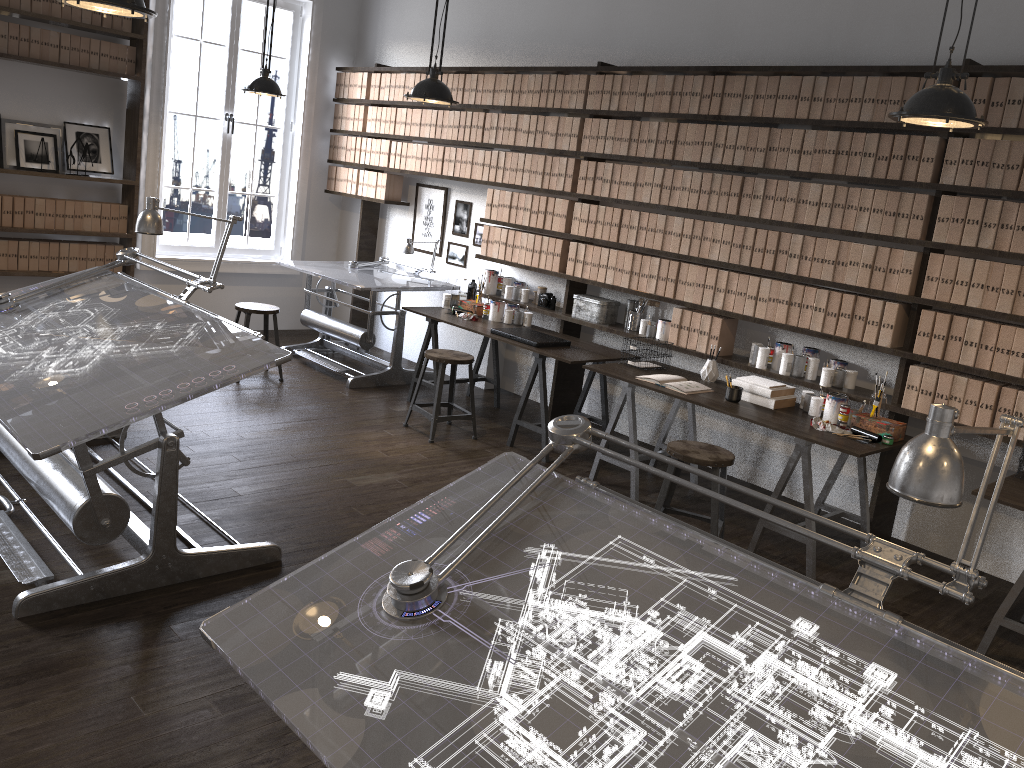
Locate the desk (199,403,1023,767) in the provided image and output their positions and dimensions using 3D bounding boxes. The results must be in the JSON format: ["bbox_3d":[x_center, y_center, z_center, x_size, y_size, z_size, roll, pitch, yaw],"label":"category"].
[{"bbox_3d":[0.420,0.678,1.528,1.078,1.374,2.086,-3,16,-43],"label":"desk"}]

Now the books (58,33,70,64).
[{"bbox_3d":[-3.364,-2.499,6.609,0.067,0.224,0.176,-2,15,-43],"label":"books"}]

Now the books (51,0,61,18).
[{"bbox_3d":[-3.372,-2.797,6.509,0.067,0.224,0.176,-2,15,-43],"label":"books"}]

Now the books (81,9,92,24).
[{"bbox_3d":[-3.221,-2.810,6.654,0.067,0.223,0.176,-2,15,-43],"label":"books"}]

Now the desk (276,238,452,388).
[{"bbox_3d":[-1.128,-0.657,7.111,1.072,1.088,1.279,-3,16,-43],"label":"desk"}]

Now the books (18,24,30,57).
[{"bbox_3d":[-3.563,-2.484,6.427,0.067,0.223,0.176,-2,15,-43],"label":"books"}]

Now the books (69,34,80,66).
[{"bbox_3d":[-3.316,-2.505,6.661,0.067,0.223,0.176,-2,15,-43],"label":"books"}]

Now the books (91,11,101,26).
[{"bbox_3d":[-3.173,-2.815,6.706,0.067,0.223,0.176,-2,15,-43],"label":"books"}]

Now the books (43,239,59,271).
[{"bbox_3d":[-3.579,-0.999,6.868,0.067,0.223,0.176,-2,15,-43],"label":"books"}]

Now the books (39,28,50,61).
[{"bbox_3d":[-3.465,-2.492,6.519,0.067,0.223,0.176,-2,15,-43],"label":"books"}]

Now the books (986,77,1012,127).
[{"bbox_3d":[2.276,-1.287,4.094,0.175,0.223,0.067,-3,15,-44],"label":"books"}]

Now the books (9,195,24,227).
[{"bbox_3d":[-3.720,-1.294,6.634,0.067,0.224,0.176,-2,15,-43],"label":"books"}]

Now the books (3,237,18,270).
[{"bbox_3d":[-3.782,-0.980,6.669,0.067,0.224,0.176,-2,15,-43],"label":"books"}]

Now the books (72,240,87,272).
[{"bbox_3d":[-3.430,-1.012,7.009,0.067,0.223,0.176,-2,15,-43],"label":"books"}]

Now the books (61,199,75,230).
[{"bbox_3d":[-3.462,-1.316,6.878,0.067,0.224,0.176,-2,15,-43],"label":"books"}]

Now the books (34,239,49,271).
[{"bbox_3d":[-3.631,-0.996,6.821,0.067,0.223,0.176,-2,15,-43],"label":"books"}]

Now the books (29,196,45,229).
[{"bbox_3d":[-3.615,-1.304,6.735,0.067,0.223,0.176,-2,15,-43],"label":"books"}]

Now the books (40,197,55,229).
[{"bbox_3d":[-3.566,-1.309,6.787,0.067,0.223,0.176,-2,15,-43],"label":"books"}]

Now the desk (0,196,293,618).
[{"bbox_3d":[-1.846,-0.163,3.891,1.078,1.374,2.299,-3,16,-43],"label":"desk"}]

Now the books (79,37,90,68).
[{"bbox_3d":[-3.266,-2.509,6.710,0.067,0.223,0.176,-2,15,-43],"label":"books"}]

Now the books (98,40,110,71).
[{"bbox_3d":[-3.158,-2.516,6.803,0.067,0.223,0.176,-2,15,-43],"label":"books"}]

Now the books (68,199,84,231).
[{"bbox_3d":[-3.416,-1.321,6.927,0.067,0.223,0.176,-2,15,-43],"label":"books"}]

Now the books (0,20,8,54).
[{"bbox_3d":[-3.663,-2.474,6.327,0.067,0.223,0.176,-2,15,-43],"label":"books"}]

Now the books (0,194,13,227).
[{"bbox_3d":[-3.778,-1.291,6.587,0.067,0.223,0.176,-2,15,-43],"label":"books"}]

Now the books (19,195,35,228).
[{"bbox_3d":[-3.669,-1.300,6.689,0.067,0.223,0.176,-2,15,-43],"label":"books"}]

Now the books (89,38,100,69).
[{"bbox_3d":[-3.213,-2.513,6.755,0.067,0.223,0.176,-2,15,-43],"label":"books"}]

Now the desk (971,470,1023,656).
[{"bbox_3d":[2.611,0.942,3.263,0.656,0.663,1.682,-3,16,-43],"label":"desk"}]

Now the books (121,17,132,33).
[{"bbox_3d":[-3.008,-2.829,6.859,0.067,0.223,0.176,-2,15,-43],"label":"books"}]

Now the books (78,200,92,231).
[{"bbox_3d":[-3.370,-1.325,6.969,0.067,0.223,0.176,-2,15,-43],"label":"books"}]

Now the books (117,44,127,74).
[{"bbox_3d":[-3.067,-2.525,6.895,0.067,0.223,0.176,-2,15,-43],"label":"books"}]

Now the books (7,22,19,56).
[{"bbox_3d":[-3.614,-2.480,6.379,0.067,0.223,0.176,-2,15,-43],"label":"books"}]

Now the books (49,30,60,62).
[{"bbox_3d":[-3.418,-2.495,6.561,0.067,0.223,0.176,-2,15,-43],"label":"books"}]

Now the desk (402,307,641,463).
[{"bbox_3d":[-0.029,-0.038,6.017,0.656,0.663,1.682,-3,16,-43],"label":"desk"}]

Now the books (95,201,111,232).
[{"bbox_3d":[-3.272,-1.334,7.064,0.067,0.223,0.176,-2,15,-43],"label":"books"}]

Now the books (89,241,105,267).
[{"bbox_3d":[-3.333,-1.020,7.102,0.067,0.223,0.176,-2,15,-43],"label":"books"}]

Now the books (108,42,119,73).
[{"bbox_3d":[-3.110,-2.520,6.848,0.067,0.224,0.176,-2,15,-43],"label":"books"}]

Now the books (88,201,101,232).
[{"bbox_3d":[-3.320,-1.328,7.013,0.067,0.224,0.176,-2,15,-43],"label":"books"}]

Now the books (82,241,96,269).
[{"bbox_3d":[-3.378,-1.015,7.052,0.067,0.224,0.176,-2,15,-43],"label":"books"}]

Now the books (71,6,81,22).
[{"bbox_3d":[-3.275,-2.807,6.608,0.067,0.223,0.176,-2,15,-43],"label":"books"}]

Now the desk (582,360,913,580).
[{"bbox_3d":[1.164,0.405,4.773,0.656,0.663,1.682,-3,16,-43],"label":"desk"}]

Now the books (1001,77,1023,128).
[{"bbox_3d":[2.320,-1.269,4.041,0.174,0.223,0.067,-3,15,-44],"label":"books"}]

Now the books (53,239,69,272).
[{"bbox_3d":[-3.526,-1.003,6.914,0.067,0.224,0.176,-2,15,-43],"label":"books"}]

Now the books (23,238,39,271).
[{"bbox_3d":[-3.679,-0.990,6.771,0.067,0.223,0.176,-2,15,-43],"label":"books"}]

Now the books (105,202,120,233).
[{"bbox_3d":[-3.223,-1.338,7.114,0.067,0.223,0.176,-2,15,-43],"label":"books"}]

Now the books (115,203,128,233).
[{"bbox_3d":[-3.171,-1.341,7.154,0.067,0.224,0.176,-2,15,-43],"label":"books"}]

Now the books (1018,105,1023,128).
[{"bbox_3d":[2.371,-1.252,3.994,0.174,0.223,0.067,-3,15,-44],"label":"books"}]

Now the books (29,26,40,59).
[{"bbox_3d":[-3.510,-2.487,6.470,0.067,0.224,0.176,-2,15,-43],"label":"books"}]

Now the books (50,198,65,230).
[{"bbox_3d":[-3.515,-1.313,6.835,0.067,0.223,0.176,-2,15,-43],"label":"books"}]

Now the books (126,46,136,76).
[{"bbox_3d":[-3.017,-2.530,6.944,0.067,0.223,0.176,-2,15,-43],"label":"books"}]

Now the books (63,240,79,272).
[{"bbox_3d":[-3.475,-1.008,6.965,0.067,0.223,0.176,-2,15,-43],"label":"books"}]

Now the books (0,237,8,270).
[{"bbox_3d":[-3.831,-0.978,6.628,0.067,0.223,0.176,-2,15,-43],"label":"books"}]

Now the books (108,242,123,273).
[{"bbox_3d":[-3.228,-1.028,7.197,0.067,0.223,0.176,-2,15,-43],"label":"books"}]

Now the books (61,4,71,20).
[{"bbox_3d":[-3.327,-2.802,6.559,0.067,0.223,0.176,-2,15,-43],"label":"books"}]

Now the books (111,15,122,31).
[{"bbox_3d":[-3.065,-2.825,6.808,0.067,0.223,0.176,-2,15,-43],"label":"books"}]

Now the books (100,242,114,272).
[{"bbox_3d":[-3.282,-1.025,7.151,0.067,0.223,0.176,-2,15,-43],"label":"books"}]

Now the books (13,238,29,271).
[{"bbox_3d":[-3.730,-0.985,6.718,0.067,0.223,0.176,-2,15,-43],"label":"books"}]
